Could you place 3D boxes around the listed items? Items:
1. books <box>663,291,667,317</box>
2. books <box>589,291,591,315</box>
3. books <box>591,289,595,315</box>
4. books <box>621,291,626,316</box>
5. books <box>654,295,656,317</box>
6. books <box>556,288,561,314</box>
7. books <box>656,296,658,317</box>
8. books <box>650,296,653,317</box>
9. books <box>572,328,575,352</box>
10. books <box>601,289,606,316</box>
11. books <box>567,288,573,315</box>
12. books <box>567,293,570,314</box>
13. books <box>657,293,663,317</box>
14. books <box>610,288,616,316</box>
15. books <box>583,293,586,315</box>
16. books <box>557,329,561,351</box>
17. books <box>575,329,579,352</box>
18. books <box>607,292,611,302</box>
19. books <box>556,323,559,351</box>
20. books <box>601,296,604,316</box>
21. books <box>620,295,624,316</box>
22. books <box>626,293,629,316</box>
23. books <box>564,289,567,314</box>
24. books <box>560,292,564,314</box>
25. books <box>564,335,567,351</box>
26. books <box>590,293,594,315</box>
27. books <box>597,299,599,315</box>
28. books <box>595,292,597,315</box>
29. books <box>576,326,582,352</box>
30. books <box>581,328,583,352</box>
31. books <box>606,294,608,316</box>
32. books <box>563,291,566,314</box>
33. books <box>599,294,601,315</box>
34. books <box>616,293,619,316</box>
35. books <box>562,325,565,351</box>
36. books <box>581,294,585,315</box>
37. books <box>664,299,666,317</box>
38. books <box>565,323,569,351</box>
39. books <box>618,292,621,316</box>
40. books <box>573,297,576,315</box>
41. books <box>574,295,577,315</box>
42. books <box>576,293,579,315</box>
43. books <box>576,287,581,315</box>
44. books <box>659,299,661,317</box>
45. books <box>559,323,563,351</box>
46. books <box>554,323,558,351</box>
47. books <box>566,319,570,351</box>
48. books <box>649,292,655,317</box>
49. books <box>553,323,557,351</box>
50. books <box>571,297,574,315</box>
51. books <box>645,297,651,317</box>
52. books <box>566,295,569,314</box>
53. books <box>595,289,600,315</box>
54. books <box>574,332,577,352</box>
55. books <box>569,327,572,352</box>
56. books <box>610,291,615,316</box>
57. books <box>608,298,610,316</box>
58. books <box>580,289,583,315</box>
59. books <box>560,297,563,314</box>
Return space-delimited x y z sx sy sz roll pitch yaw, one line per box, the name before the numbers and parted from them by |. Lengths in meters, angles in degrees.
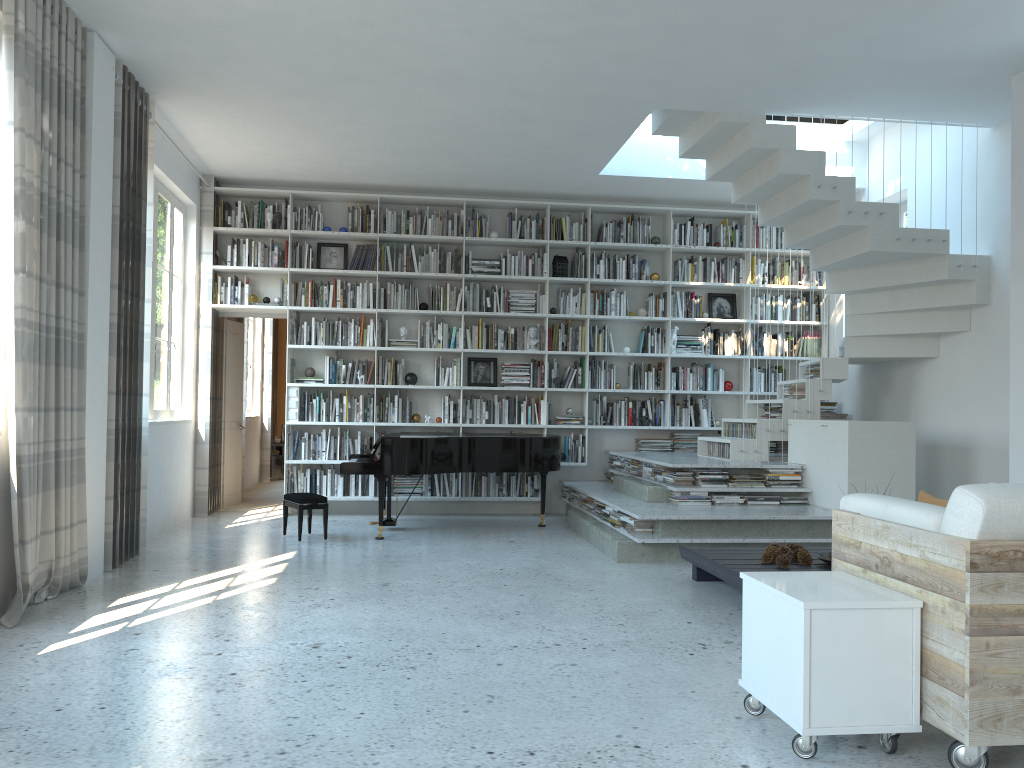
books | 1.569 -0.805 9.147 0.005 0.278 0.182 1 -1 -7
books | 0.767 -0.807 9.050 0.028 0.251 0.190 1 -1 -7
books | 0.828 -0.819 9.077 0.014 0.278 0.154 1 -1 -7
books | 1.135 -0.811 9.092 0.024 0.272 0.169 1 -1 -7
books | 1.451 -0.790 9.150 0.016 0.243 0.151 1 -1 -7
books | 0.473 -0.829 9.033 0.018 0.285 0.159 1 -1 -7
books | 1.478 -0.781 9.155 0.016 0.228 0.160 1 -1 -7
books | 1.422 -0.785 9.148 0.012 0.232 0.154 1 -1 -7
books | 0.608 -0.437 9.011 0.027 0.242 0.188 1 -1 -7
books | 0.932 -0.819 9.065 0.014 0.280 0.177 1 -1 -7
books | 0.584 -0.822 9.014 0.028 0.275 0.187 1 -1 -7
books | 0.564 -0.803 9.033 0.023 0.236 0.178 1 -1 -7
books | 1.521 -0.795 9.144 0.016 0.257 0.176 1 -1 -7
books | 1.038 -0.823 9.101 0.027 0.295 0.159 1 -1 -7
books | 0.723 -0.800 9.052 0.026 0.238 0.173 1 -1 -7
books | 0.471 -0.435 9.013 0.015 0.231 0.180 1 -1 -7
books | 0.654 -0.434 9.045 0.028 0.239 0.145 1 -1 -7
books | 0.989 -0.805 9.093 0.011 0.257 0.131 1 -1 -7
books | 0.451 -0.465 9.021 0.035 0.293 0.145 1 -1 -7
books | 0.910 -0.786 9.081 0.026 0.216 0.161 1 -1 -7
books | 1.111 -0.791 9.100 0.021 0.232 0.183 1 -1 -7
books | 1.171 -0.800 9.120 0.034 0.254 0.161 1 -1 -7
books | 0.537 -0.823 9.036 0.019 0.275 0.146 1 -1 -7
books | 0.505 -0.807 9.036 0.024 0.242 0.159 1 -1 -7
books | 0.529 -0.407 9.043 0.030 0.181 0.131 1 -1 -7
books | 0.806 -0.801 9.079 0.030 0.242 0.138 1 -1 -7
books | 0.859 -0.769 9.076 0.021 0.179 0.136 1 -1 -7
books | 0.844 -0.804 9.063 0.014 0.247 0.176 1 -1 -7
books | 0.679 -0.448 9.043 0.032 0.266 0.143 1 -1 -7
books | 0.695 -0.438 9.060 0.019 0.247 0.149 1 -1 -7
books | 0.949 -0.797 9.073 0.022 0.237 0.164 1 -1 -7
books | 0.523 -0.810 9.033 0.028 0.250 0.164 1 -1 -7
books | 0.891 -0.797 9.077 0.013 0.236 0.157 1 -1 -7
books | 1.065 -0.798 9.089 0.025 0.244 0.183 1 -1 -7
books | 0.505 -0.456 9.038 0.035 0.278 0.139 1 -1 -7
books | 0.706 -0.797 9.034 0.028 0.229 0.176 1 -1 -7
books | 1.559 -0.769 9.152 0.012 0.206 0.169 1 -1 -7
books | 0.554 -0.464 9.007 0.019 0.293 0.182 1 -1 -7
books | 1.087 -0.806 9.112 0.024 0.262 0.133 1 -1 -7
books | 0.616 -0.782 9.032 0.027 0.196 0.185 1 -1 -7
books | 0.637 -0.789 9.035 0.029 0.211 0.158 1 -1 -7
books | 0.655 -0.800 9.044 0.024 0.234 0.149 1 -1 -7
books | 0.672 -0.829 9.049 0.028 0.293 0.154 1 -1 -7
books | 1.505 -0.768 9.152 0.013 0.202 0.173 1 -1 -7
books | 0.489 -0.465 9.013 0.019 0.294 0.163 1 -1 -7
books | 0.440 -0.466 9.004 0.035 0.293 0.145 1 -1 -7
books | 0.565 -0.486 9.028 0.021 0.337 0.169 1 -1 -7
books | 1.437 -0.802 9.137 0.015 0.267 0.164 1 -1 -7
books | 0.425 -0.466 9.017 0.035 0.293 0.145 1 -1 -7
books | 0.598 -0.782 9.026 0.024 0.195 0.173 1 -1 -7
books | 1.403 -0.779 9.151 0.015 0.220 0.140 1 -1 -7
books | 0.548 -0.788 9.036 0.023 0.207 0.171 1 -1 -7
books | 0.876 -0.820 9.096 0.014 0.284 0.135 1 -1 -7
books | 0.631 -0.418 9.022 0.034 0.204 0.181 1 -1 -7
books | 0.582 -0.443 9.033 0.033 0.253 0.174 1 -1 -7
books | 1.013 -0.809 9.072 0.030 0.263 0.182 1 -1 -7
books | 0.971 -0.774 9.084 0.025 0.194 0.171 1 -1 -7
books | 0.688 -0.821 9.048 0.025 0.277 0.173 1 -1 -7
books | 0.488 -0.779 9.013 0.028 0.185 0.181 1 -1 -7
